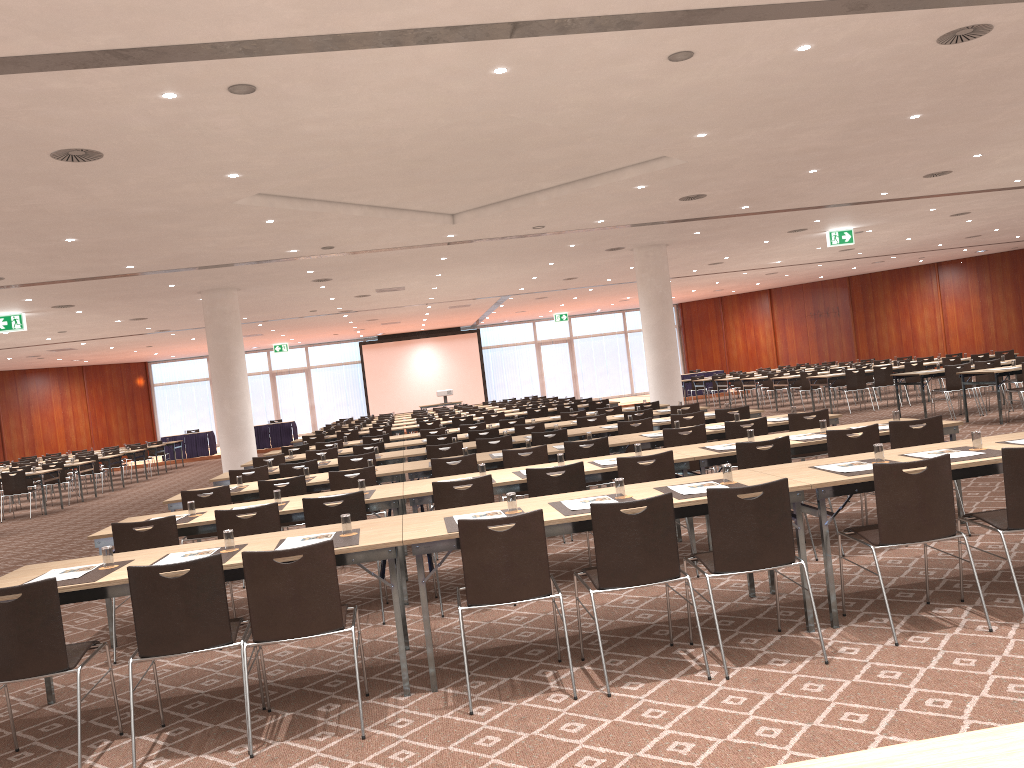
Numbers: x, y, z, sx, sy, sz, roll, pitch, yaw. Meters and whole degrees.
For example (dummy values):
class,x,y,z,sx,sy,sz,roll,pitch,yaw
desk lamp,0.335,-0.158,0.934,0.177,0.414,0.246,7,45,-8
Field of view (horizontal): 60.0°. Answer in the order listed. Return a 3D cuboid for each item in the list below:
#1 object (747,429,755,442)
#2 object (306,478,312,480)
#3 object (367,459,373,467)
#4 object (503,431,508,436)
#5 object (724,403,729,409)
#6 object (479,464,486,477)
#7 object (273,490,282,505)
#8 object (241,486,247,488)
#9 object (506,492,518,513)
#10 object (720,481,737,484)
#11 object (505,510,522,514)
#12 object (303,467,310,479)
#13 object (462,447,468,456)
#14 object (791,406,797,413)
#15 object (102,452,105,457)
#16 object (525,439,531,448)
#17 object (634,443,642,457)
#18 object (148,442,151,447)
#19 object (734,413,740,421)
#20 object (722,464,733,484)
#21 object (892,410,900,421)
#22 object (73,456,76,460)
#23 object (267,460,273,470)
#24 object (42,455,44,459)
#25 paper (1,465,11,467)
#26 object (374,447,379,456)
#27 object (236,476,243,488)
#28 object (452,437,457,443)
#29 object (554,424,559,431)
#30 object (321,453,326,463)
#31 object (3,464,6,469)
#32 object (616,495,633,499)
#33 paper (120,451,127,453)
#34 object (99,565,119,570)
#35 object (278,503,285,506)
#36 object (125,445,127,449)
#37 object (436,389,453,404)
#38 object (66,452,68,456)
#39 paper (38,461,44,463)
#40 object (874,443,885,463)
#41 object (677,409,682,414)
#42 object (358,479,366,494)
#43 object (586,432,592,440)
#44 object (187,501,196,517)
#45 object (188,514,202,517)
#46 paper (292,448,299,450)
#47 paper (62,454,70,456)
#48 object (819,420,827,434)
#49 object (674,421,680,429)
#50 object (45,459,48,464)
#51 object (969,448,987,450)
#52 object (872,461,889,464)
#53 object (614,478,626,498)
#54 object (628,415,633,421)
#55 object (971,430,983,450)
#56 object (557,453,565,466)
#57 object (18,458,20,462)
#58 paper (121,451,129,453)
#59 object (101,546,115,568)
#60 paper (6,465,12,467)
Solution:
class,x,y,z,sx,sy,sz,roll,pitch,yaw
object,1.999,0.436,7.423,0.054,0.114,0.054,-6,1,27
object,-2.059,0.957,8.935,0.102,0.001,0.102,-7,0,-18
object,-1.437,0.825,9.017,0.054,0.114,0.054,-8,1,-41
object,-0.083,0.649,11.193,0.054,0.114,0.054,-7,1,-18
object,2.799,0.308,11.550,0.054,0.114,0.054,-7,1,-18
object,-0.237,0.700,7.140,0.054,0.114,0.054,-7,1,-18
object,-1.840,0.890,6.963,0.054,0.114,0.054,-7,1,4
object,-2.700,1.032,8.863,0.102,0.001,0.102,-7,1,-41
object,0.000,0.689,5.154,0.054,0.114,0.054,-8,1,-41
object,1.300,0.593,5.319,0.102,0.001,0.102,-7,1,-41
object,0.009,0.746,5.166,0.102,0.001,0.102,-7,1,-41
object,-2.071,0.900,8.943,0.054,0.114,0.054,-8,1,-41
object,-0.477,0.712,9.125,0.054,0.114,0.054,-6,1,27
object,3.040,0.296,9.570,0.054,0.114,0.054,-8,1,-41
object,-9.953,1.718,21.583,0.054,0.114,0.054,-7,1,-18
object,0.172,0.635,9.209,0.054,0.114,0.054,-6,1,27
object,1.041,0.549,7.310,0.054,0.114,0.054,-7,1,-18
object,-10.445,1.743,25.555,0.054,0.114,0.054,-7,1,-18
object,2.408,0.371,9.484,0.054,0.114,0.054,-8,1,-41
object,1.290,0.537,5.310,0.054,0.114,0.054,-8,1,-41
object,3.286,0.284,7.581,0.054,0.114,0.054,-7,1,-18
object,-10.610,1.796,21.498,0.054,0.114,0.054,-7,1,-18
object,-2.962,0.989,10.855,0.054,0.114,0.054,-7,1,-18
object,-13.328,2.084,25.204,0.054,0.114,0.054,-8,1,-41
paper,-13.272,2.150,23.167,0.283,0.006,0.398,-7,0,-4
object,-1.682,0.838,11.001,0.054,0.114,0.054,-8,1,-41
object,-2.724,0.977,8.871,0.054,0.114,0.054,-6,1,27
object,-0.720,0.724,11.123,0.054,0.114,0.054,-7,1,-18
object,0.564,0.572,11.269,0.054,0.114,0.054,-6,1,27
object,-2.327,0.914,10.931,0.054,0.114,0.054,-7,1,-18
object,-12.192,1.983,21.313,0.054,0.114,0.054,-8,1,-41
object,0.662,0.669,5.245,0.102,0.001,0.102,-7,1,-41
paper,-10.377,1.808,23.524,0.283,0.006,0.398,-7,0,-6
object,-2.222,1.010,4.884,0.102,0.001,0.102,-7,1,-41
object,-1.825,0.946,6.949,0.102,0.001,0.102,-6,1,27
object,-11.084,1.819,25.476,0.054,0.114,0.054,-7,1,-18
object,-2.394,0.449,31.742,0.576,0.472,0.614,-7,1,-7
object,-12.686,2.008,25.289,0.054,0.114,0.054,-8,1,-41
paper,-12.569,2.071,23.188,0.460,0.003,0.565,-7,0,-3
object,2.250,0.423,5.433,0.054,0.114,0.054,-6,1,27
object,2.168,0.383,11.462,0.054,0.114,0.054,-8,1,-41
object,-1.188,0.813,7.028,0.054,0.114,0.054,-6,1,27
object,0.811,0.560,9.282,0.054,0.114,0.054,-6,1,27
object,-2.481,0.966,6.870,0.054,0.114,0.054,-7,1,-18
object,-2.456,1.020,6.876,0.102,0.001,0.102,-7,0,-18
paper,-3.630,1.090,14.784,0.283,0.006,0.398,-7,0,-7
paper,-13.704,2.172,27.062,0.460,0.003,0.565,-7,0,-6
object,2.637,0.361,7.507,0.054,0.114,0.054,-6,1,27
object,1.753,0.449,9.410,0.054,0.114,0.054,-7,1,4
object,-11.249,1.872,21.427,0.054,0.114,0.054,-7,1,-18
object,2.896,0.405,5.508,0.102,0.001,0.102,-7,1,-41
object,2.255,0.481,5.427,0.102,0.001,0.102,-7,1,-41
object,0.637,0.614,5.234,0.054,0.114,0.054,-8,1,-41
object,1.522,0.459,11.398,0.054,0.114,0.054,-8,1,-41
object,2.888,0.348,5.509,0.054,0.114,0.054,-6,1,27
object,0.399,0.625,7.236,0.054,0.114,0.054,-7,1,-18
object,-13.966,2.159,25.132,0.054,0.114,0.054,-8,1,-41
paper,-10.348,1.809,23.440,0.460,0.003,0.565,-7,0,-8
object,-2.226,0.952,4.886,0.054,0.114,0.054,-8,1,-41
paper,-13.236,2.150,23.080,0.460,0.003,0.565,-7,0,-7
